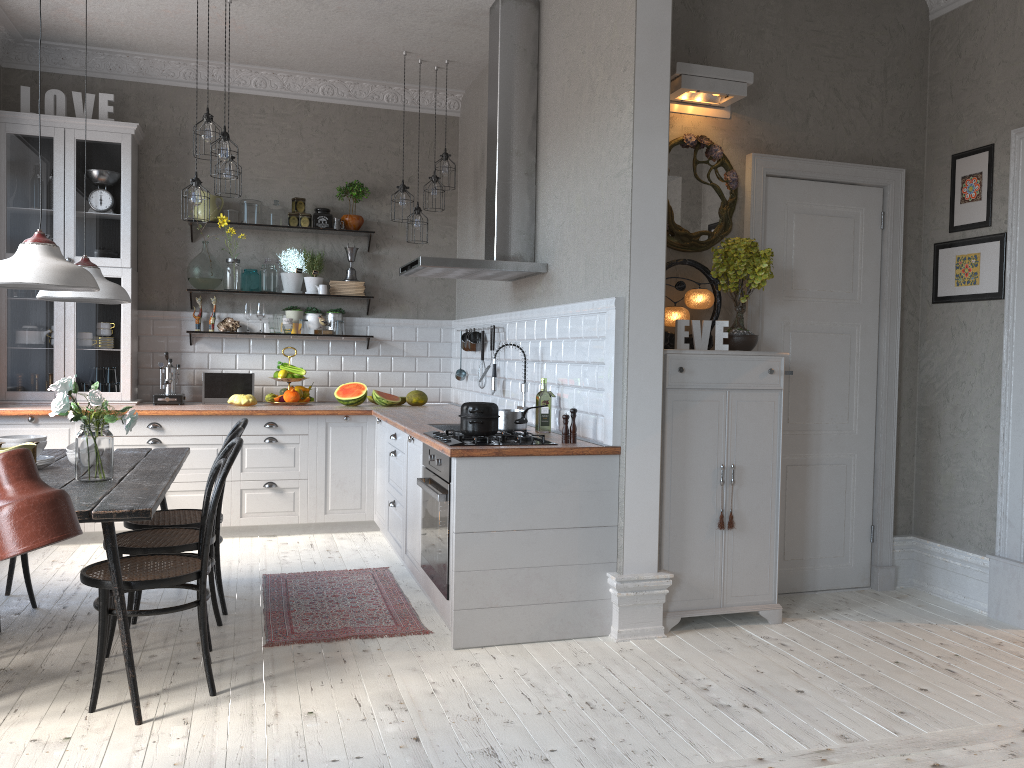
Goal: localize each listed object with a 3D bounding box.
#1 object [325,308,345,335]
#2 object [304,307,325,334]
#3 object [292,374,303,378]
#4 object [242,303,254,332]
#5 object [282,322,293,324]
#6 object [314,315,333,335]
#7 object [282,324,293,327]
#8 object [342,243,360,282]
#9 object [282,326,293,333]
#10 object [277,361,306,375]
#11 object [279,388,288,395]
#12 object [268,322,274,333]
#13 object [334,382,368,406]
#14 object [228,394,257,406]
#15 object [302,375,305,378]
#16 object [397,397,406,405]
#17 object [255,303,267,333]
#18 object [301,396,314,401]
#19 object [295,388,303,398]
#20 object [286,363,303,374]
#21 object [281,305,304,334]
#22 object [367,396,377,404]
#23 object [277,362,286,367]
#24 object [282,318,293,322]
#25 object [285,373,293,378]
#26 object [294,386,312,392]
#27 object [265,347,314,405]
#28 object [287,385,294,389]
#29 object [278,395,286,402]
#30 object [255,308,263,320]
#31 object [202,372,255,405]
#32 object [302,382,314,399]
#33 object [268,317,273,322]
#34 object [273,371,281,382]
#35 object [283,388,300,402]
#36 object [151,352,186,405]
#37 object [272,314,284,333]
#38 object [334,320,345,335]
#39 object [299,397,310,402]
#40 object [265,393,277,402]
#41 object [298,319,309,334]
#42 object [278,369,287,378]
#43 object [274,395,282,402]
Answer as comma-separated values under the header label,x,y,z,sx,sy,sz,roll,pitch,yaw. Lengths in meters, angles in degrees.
label,x,y,z,sx,sy,sz,roll,pitch,yaw
object,-1.348,-0.478,6.775,0.161,0.213,0.151,0,2,-20
object,-1.505,-0.480,6.715,0.172,0.214,0.148,2,2,12
object,-1.568,-0.047,6.442,0.077,0.062,0.098,-1,3,-44
object,-1.947,-0.487,6.536,0.083,0.217,0.080,0,2,-31
object,-1.653,-0.432,6.528,0.077,0.051,0.077,1,2,1
object,-1.410,-0.443,6.657,0.098,0.147,0.121,3,2,40
object,-1.653,-0.415,6.528,0.078,0.051,0.076,0,2,-25
object,-1.225,-0.920,6.749,0.133,0.287,0.128,0,2,-32
object,-1.653,-0.398,6.529,0.078,0.051,0.076,0,2,-25
object,-1.598,-0.114,6.424,0.213,0.101,0.066,1,2,-12
object,-1.655,0.065,6.514,0.078,0.076,0.155,1,2,9
object,-1.781,-0.420,6.609,0.078,0.083,0.078,1,2,0
object,-1.168,0.076,6.424,0.235,0.174,0.218,1,2,4
object,-1.883,0.112,6.192,0.199,0.083,0.187,1,2,-17
object,-1.537,-0.050,6.484,0.052,0.050,0.049,1,2,-8
object,-0.860,0.125,6.657,0.118,0.073,0.204,3,2,36
object,-1.835,-0.483,6.476,0.083,0.217,0.080,0,2,-31
object,-1.561,0.103,6.539,0.214,0.044,0.054,2,2,20
object,-1.559,0.070,6.420,0.088,0.078,0.088,1,2,9
object,-1.590,-0.106,6.498,0.180,0.096,0.088,1,2,2
object,-1.652,-0.486,6.657,0.160,0.217,0.153,0,2,-38
object,-1.002,0.124,6.711,0.200,0.067,0.102,1,2,-12
object,-1.663,-0.136,6.406,0.074,0.058,0.050,0,2,-41
object,-1.652,-0.458,6.527,0.079,0.051,0.076,0,2,-32
object,-1.612,-0.048,6.392,0.064,0.061,0.066,1,2,-18
object,-1.535,0.040,6.502,0.129,0.056,0.058,0,2,-26
object,-1.620,-0.059,6.446,0.359,0.425,0.345,0,2,-32
object,-1.622,0.055,6.517,0.086,0.093,0.085,0,2,-21
object,-1.678,0.114,6.432,0.071,0.076,0.224,0,2,-35
object,-1.862,-0.486,6.560,0.083,0.217,0.080,0,2,-31
object,-2.032,0.032,6.350,0.356,0.226,0.087,1,2,-18
object,-1.507,0.047,6.504,0.061,0.120,0.126,1,2,7
object,-1.780,-0.453,6.608,0.078,0.083,0.078,1,2,0
object,-1.683,-0.057,6.430,0.097,0.078,0.099,0,2,-30
object,-1.577,0.084,6.336,0.109,0.110,0.115,3,2,40
object,-2.380,-0.040,6.141,0.208,0.370,0.349,1,2,-17
object,-1.730,-0.444,6.547,0.080,0.139,0.077,-1,3,-45
object,-1.300,-0.424,6.675,0.079,0.108,0.076,0,2,-24
object,-1.510,0.117,6.429,0.088,0.051,0.069,2,2,30
object,-1.737,0.100,6.434,0.076,0.072,0.153,2,2,12
object,-1.557,-0.428,6.616,0.079,0.108,0.076,0,2,-24
object,-1.647,-0.070,6.364,0.059,0.069,0.079,1,2,2
object,-1.688,0.105,6.412,0.084,0.057,0.089,2,2,15
